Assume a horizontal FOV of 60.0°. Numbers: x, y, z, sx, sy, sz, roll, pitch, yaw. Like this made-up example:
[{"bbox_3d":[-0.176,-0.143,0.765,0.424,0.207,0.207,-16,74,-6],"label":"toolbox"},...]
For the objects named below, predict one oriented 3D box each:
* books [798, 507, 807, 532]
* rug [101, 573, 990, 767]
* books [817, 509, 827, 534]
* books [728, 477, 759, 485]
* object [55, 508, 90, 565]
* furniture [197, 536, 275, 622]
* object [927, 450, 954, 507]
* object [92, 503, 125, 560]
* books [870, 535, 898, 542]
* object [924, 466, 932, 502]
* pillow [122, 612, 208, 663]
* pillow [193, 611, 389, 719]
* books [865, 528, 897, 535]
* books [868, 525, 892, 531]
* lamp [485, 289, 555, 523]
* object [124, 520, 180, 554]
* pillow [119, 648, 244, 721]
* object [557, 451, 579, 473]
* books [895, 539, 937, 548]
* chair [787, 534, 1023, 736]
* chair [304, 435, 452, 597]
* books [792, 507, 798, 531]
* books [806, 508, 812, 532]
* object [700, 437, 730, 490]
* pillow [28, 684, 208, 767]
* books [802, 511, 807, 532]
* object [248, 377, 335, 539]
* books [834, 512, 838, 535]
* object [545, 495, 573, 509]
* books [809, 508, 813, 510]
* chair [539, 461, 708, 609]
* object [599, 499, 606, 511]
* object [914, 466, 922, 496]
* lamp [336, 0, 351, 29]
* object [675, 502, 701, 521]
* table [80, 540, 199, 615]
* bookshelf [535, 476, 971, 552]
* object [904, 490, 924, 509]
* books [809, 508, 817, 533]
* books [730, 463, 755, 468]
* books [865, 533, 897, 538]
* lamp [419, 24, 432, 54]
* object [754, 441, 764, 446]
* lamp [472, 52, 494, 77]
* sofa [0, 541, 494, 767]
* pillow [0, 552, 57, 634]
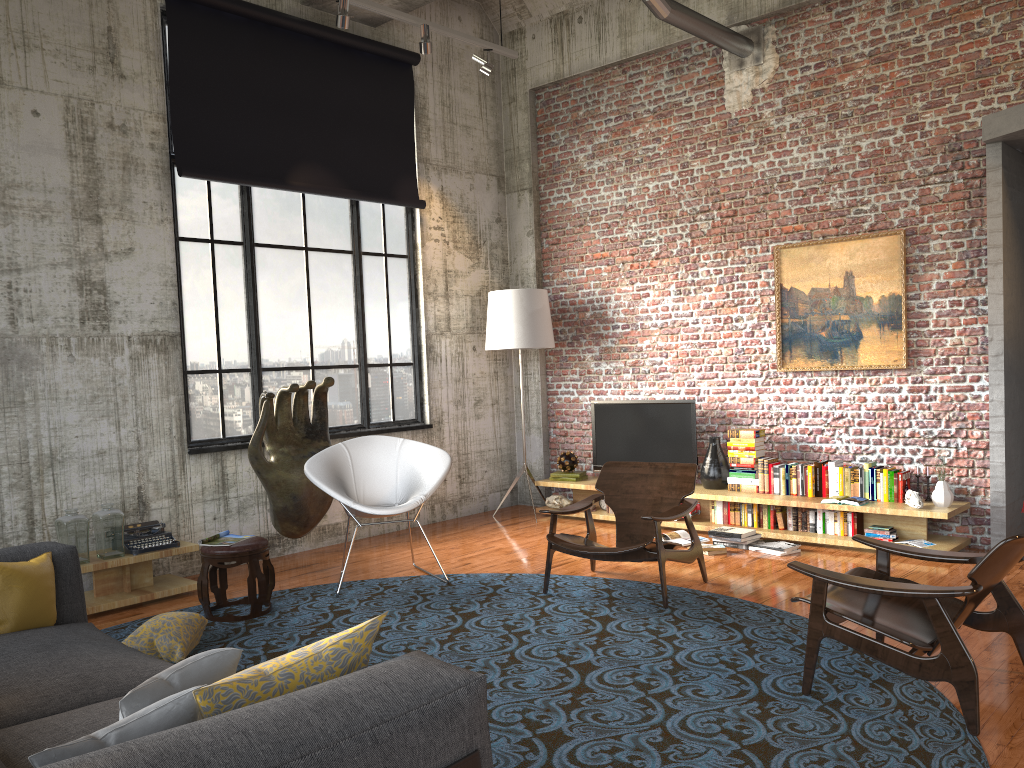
[{"bbox_3d":[2.355,1.078,7.188,0.033,0.225,0.105,0,4,42],"label":"books"},{"bbox_3d":[-0.517,1.464,4.117,4.845,0.009,4.840,-2,1,-1],"label":"rug"},{"bbox_3d":[2.488,1.077,7.089,0.040,0.219,0.133,0,4,42],"label":"books"},{"bbox_3d":[2.033,0.828,7.638,0.290,0.053,0.176,-1,2,42],"label":"books"},{"bbox_3d":[-2.842,0.990,5.739,0.163,0.362,0.162,0,4,41],"label":"object"},{"bbox_3d":[-1.773,1.239,5.709,0.432,0.478,0.431,-2,2,-3],"label":"furniture"},{"bbox_3d":[3.153,0.678,6.496,0.197,0.446,0.233,-1,3,30],"label":"object"},{"bbox_3d":[-2.686,0.980,5.910,0.163,0.362,0.163,-5,4,-45],"label":"object"},{"bbox_3d":[2.807,1.167,6.739,0.214,0.026,0.149,-1,2,42],"label":"books"},{"bbox_3d":[3.169,0.759,6.748,0.057,0.273,0.057,-2,3,2],"label":"object"},{"bbox_3d":[-1.934,1.410,4.963,0.481,0.248,0.503,-2,2,9],"label":"pillow"},{"bbox_3d":[-0.551,0.800,2.164,0.536,0.447,0.260,-4,3,-40],"label":"pillow"},{"bbox_3d":[2.804,1.116,6.741,0.131,0.024,0.192,-4,2,-43],"label":"books"},{"bbox_3d":[2.805,1.095,6.736,0.154,0.019,0.108,-1,2,42],"label":"books"},{"bbox_3d":[0.107,0.208,8.797,0.693,2.247,0.706,-4,3,-25],"label":"lamp"},{"bbox_3d":[-2.553,1.069,6.179,0.382,0.153,0.423,-1,2,42],"label":"object"},{"bbox_3d":[-0.789,0.796,2.085,0.171,0.315,0.364,-1,3,32],"label":"pillow"},{"bbox_3d":[0.558,0.777,8.844,0.215,0.208,0.216,-1,3,32],"label":"object"},{"bbox_3d":[2.977,1.168,6.540,0.168,0.023,0.230,-3,2,-27],"label":"books"},{"bbox_3d":[1.850,0.970,3.989,1.043,0.794,0.874,0,3,43],"label":"chair"},{"bbox_3d":[-0.940,0.910,6.398,1.057,1.032,0.805,-3,2,-8],"label":"chair"},{"bbox_3d":[2.337,1.097,7.225,0.043,0.187,0.142,0,4,43],"label":"books"},{"bbox_3d":[2.417,1.097,7.156,0.028,0.182,0.120,0,4,42],"label":"books"},{"bbox_3d":[1.801,0.697,7.852,0.267,0.456,0.267,-3,3,-17],"label":"object"},{"bbox_3d":[-0.814,0.822,1.889,0.168,0.319,0.434,0,3,42],"label":"pillow"},{"bbox_3d":[2.385,1.111,7.170,0.036,0.156,0.108,0,4,42],"label":"books"},{"bbox_3d":[-1.734,0.603,6.966,0.727,1.298,0.456,-4,4,-36],"label":"object"},{"bbox_3d":[2.586,1.098,7.001,0.028,0.174,0.126,0,4,42],"label":"books"},{"bbox_3d":[0.475,1.168,8.819,0.183,0.133,0.273,-4,2,-39],"label":"object"},{"bbox_3d":[2.418,1.097,7.157,0.026,0.176,0.118,0,4,42],"label":"books"},{"bbox_3d":[0.757,0.971,5.919,0.875,0.794,1.041,-1,2,32],"label":"chair"},{"bbox_3d":[0.914,1.138,8.547,0.169,0.172,0.068,0,4,44],"label":"object"},{"bbox_3d":[3.120,0.760,6.811,0.057,0.273,0.057,-2,3,2],"label":"object"},{"bbox_3d":[-1.257,-2.740,6.587,0.102,0.251,0.165,-4,3,-22],"label":"lamp"},{"bbox_3d":[1.381,1.126,7.995,0.600,0.174,0.243,-1,2,34],"label":"object"},{"bbox_3d":[-2.667,1.332,6.091,0.475,0.359,0.874,-1,2,42],"label":"table"},{"bbox_3d":[1.837,1.105,7.742,3.845,0.359,0.547,-1,2,42],"label":"bookshelf"},{"bbox_3d":[2.969,0.853,6.533,0.123,0.123,0.251,-2,2,-2],"label":"object"},{"bbox_3d":[2.441,1.095,7.130,0.043,0.186,0.129,0,4,42],"label":"books"},{"bbox_3d":[2.018,0.693,7.627,0.223,0.026,0.161,-1,2,42],"label":"books"},{"bbox_3d":[2.806,1.141,6.738,0.214,0.025,0.149,-2,2,27],"label":"books"},{"bbox_3d":[-0.702,-2.778,7.197,0.102,0.251,0.165,-3,3,-3],"label":"lamp"},{"bbox_3d":[2.009,0.512,7.618,0.248,0.032,0.178,-1,2,42],"label":"object"},{"bbox_3d":[-0.236,-2.805,7.782,0.226,0.215,0.102,-3,3,-6],"label":"lamp"},{"bbox_3d":[-1.500,1.117,2.635,3.004,0.862,1.360,-1,2,44],"label":"sofa"},{"bbox_3d":[-1.967,0.845,3.569,0.168,0.319,0.434,-2,2,17],"label":"pillow"}]
